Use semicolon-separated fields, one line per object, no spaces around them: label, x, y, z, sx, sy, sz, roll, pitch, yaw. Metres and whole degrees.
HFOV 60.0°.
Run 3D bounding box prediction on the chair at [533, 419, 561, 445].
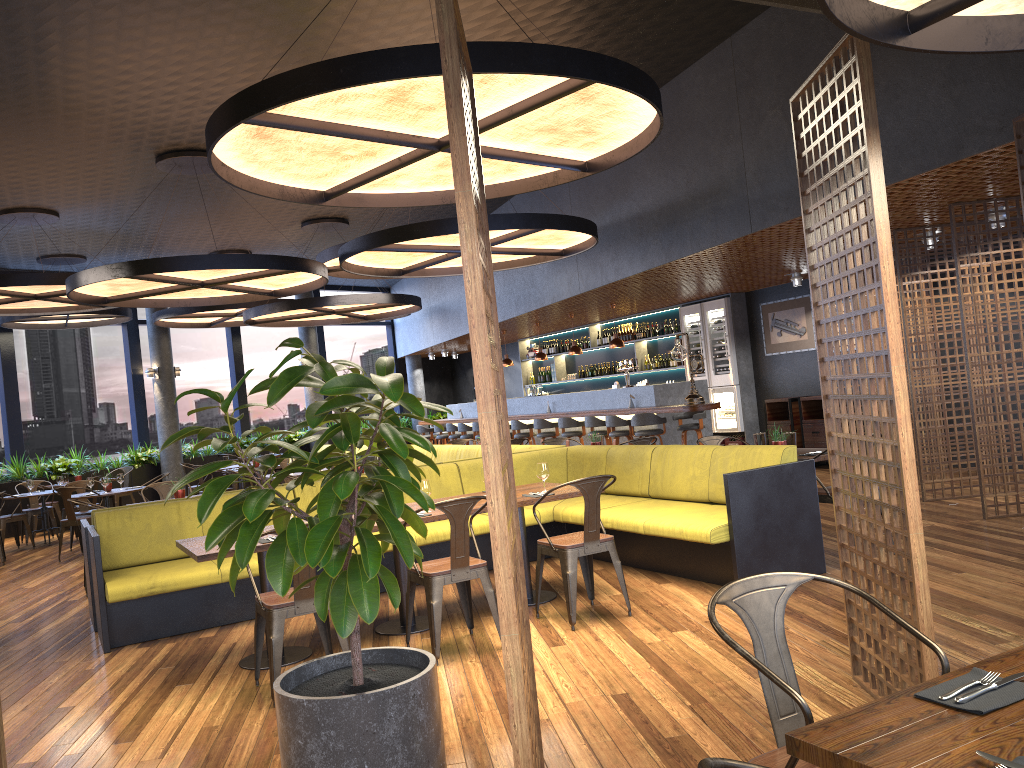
chair;0.629;1.063;14.348;0.483;1.048;0.438;-6;-1;22

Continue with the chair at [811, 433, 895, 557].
chair;2.510;0.832;6.630;0.504;0.917;0.541;-6;-1;-28

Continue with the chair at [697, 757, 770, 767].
chair;0.591;0.961;1.233;0.541;0.917;0.504;-6;-1;-28

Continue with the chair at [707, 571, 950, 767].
chair;0.803;0.951;2.126;0.504;0.917;0.541;-6;-1;-28

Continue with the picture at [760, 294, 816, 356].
picture;4.114;-0.866;13.242;0.028;0.809;1.039;-6;-1;-28

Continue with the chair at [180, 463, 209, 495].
chair;-5.183;1.738;14.727;0.541;0.917;0.504;-6;-1;-9

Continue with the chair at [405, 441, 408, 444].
chair;-1.987;1.407;14.883;0.504;0.917;0.541;-6;-1;-28

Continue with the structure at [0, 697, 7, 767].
structure;-1.541;0.300;2.082;0.050;2.700;0.852;-6;-1;2

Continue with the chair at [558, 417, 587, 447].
chair;0.978;1.018;13.735;0.438;1.048;0.483;-6;-1;-14

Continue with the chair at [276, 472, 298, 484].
chair;-2.157;1.353;9.330;0.541;0.917;0.504;-6;-1;-28

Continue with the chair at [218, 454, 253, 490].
chair;-5.429;1.798;17.372;0.504;0.917;0.541;-6;-1;36

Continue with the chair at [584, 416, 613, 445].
chair;1.347;0.971;13.053;0.483;1.048;0.438;-6;-1;33

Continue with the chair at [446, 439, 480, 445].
chair;-0.603;1.232;12.473;0.504;0.917;0.541;-6;-1;-28

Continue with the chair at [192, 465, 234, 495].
chair;-4.473;1.646;13.343;0.504;0.917;0.541;-7;-1;39

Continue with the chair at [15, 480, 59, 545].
chair;-7.199;1.931;13.441;0.504;0.917;0.541;-5;-1;-37

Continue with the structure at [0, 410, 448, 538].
structure;-6.039;1.618;17.674;0.808;1.413;17.112;-6;-1;37

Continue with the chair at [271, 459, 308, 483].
chair;-2.945;1.469;11.947;0.504;0.917;0.541;-6;-1;-28

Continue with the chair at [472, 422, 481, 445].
chair;-0.461;1.200;16.185;0.438;1.048;0.483;-6;-1;-9

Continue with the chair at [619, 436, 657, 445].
chair;1.231;0.995;8.989;0.504;0.917;0.541;-6;-1;-28

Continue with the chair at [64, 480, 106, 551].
chair;-5.659;1.751;11.882;0.541;0.917;0.504;-7;-1;44

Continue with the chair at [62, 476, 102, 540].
chair;-6.250;1.826;12.944;0.541;0.917;0.504;-6;-1;2

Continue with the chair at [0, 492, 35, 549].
chair;-7.144;1.913;12.487;0.504;0.917;0.541;-6;-1;34

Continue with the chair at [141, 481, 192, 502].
chair;-3.641;1.509;9.458;0.504;0.917;0.541;-6;-1;-28

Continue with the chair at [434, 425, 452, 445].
chair;-1.310;1.312;18.003;0.483;1.048;0.438;-6;-1;33

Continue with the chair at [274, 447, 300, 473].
chair;-4.651;1.731;18.449;0.504;0.917;0.541;-6;-1;27

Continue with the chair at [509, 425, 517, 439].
chair;-0.023;1.147;15.605;0.483;1.048;0.438;-6;-1;33

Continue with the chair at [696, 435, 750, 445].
chair;1.935;0.905;7.711;0.504;0.917;0.541;-6;-1;-28

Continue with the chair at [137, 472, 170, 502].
chair;-4.789;1.659;11.793;0.541;0.917;0.504;-6;-1;-28

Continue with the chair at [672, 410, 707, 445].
chair;2.486;0.842;12.250;0.483;1.048;0.438;-6;-1;33

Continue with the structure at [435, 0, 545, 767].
structure;-0.049;0.155;2.884;0.050;2.700;0.852;-6;-1;2

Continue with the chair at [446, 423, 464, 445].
chair;-1.019;1.275;17.483;0.483;1.048;0.438;-6;-1;33

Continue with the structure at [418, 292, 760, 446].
structure;1.299;0.183;15.847;2.700;2.700;9.298;-6;-1;-28

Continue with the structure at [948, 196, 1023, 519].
structure;4.538;-0.262;7.545;1.319;2.700;0.050;-6;-1;2

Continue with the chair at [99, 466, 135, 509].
chair;-6.868;1.923;15.473;0.504;0.917;0.541;-6;-1;26

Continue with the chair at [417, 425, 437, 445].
chair;-1.734;1.365;18.708;0.483;1.048;0.438;-6;-1;33

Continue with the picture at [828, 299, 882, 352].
picture;4.735;-0.821;12.097;0.028;0.697;1.039;-6;-1;-28

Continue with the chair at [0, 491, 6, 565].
chair;-6.691;1.850;11.254;0.541;0.917;0.504;-6;-1;-28

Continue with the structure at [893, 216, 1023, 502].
structure;4.577;-0.250;8.748;1.319;2.700;0.050;-6;-1;2

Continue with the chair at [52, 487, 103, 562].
chair;-5.354;1.708;11.024;0.504;0.917;0.541;-6;-1;11

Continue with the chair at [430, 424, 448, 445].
chair;-1.528;1.356;19.674;0.483;1.048;0.438;-6;-1;1

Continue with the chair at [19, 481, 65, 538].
chair;-7.654;1.991;14.399;0.541;0.917;0.504;-5;-1;-43

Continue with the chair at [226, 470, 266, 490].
chair;-3.222;1.485;11.005;0.541;0.917;0.504;-6;-1;-28

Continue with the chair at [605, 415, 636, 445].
chair;1.580;0.939;12.474;0.438;1.048;0.483;-6;-1;1

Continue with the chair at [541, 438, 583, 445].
chair;0.647;1.070;10.087;0.504;0.917;0.541;-6;-1;-28

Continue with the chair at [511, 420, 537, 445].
chair;0.249;1.110;14.977;0.438;1.048;0.483;-6;-1;1

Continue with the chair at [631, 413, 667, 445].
chair;1.865;0.903;11.960;0.438;1.048;0.483;-5;-1;-36

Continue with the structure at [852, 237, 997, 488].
structure;4.617;-0.239;9.951;1.319;2.700;0.050;-6;-1;2

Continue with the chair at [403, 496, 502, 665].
chair;-0.368;1.113;5.239;0.504;0.917;0.541;-6;-1;-28

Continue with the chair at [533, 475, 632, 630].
chair;0.428;1.036;5.667;0.504;0.917;0.541;-6;-1;-28

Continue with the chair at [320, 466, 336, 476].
chair;-1.895;1.336;10.173;0.504;0.917;0.541;-6;-1;-28

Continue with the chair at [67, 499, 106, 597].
chair;-3.948;1.529;8.559;0.541;0.917;0.504;-6;-1;-28

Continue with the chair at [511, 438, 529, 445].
chair;-0.020;1.157;11.375;0.504;0.917;0.541;-6;-1;-28

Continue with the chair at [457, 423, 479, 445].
chair;-0.766;1.240;16.845;0.438;1.048;0.483;-6;-1;1

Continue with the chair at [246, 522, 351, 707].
chair;-1.158;1.190;4.814;0.504;0.917;0.541;-6;-1;-28
